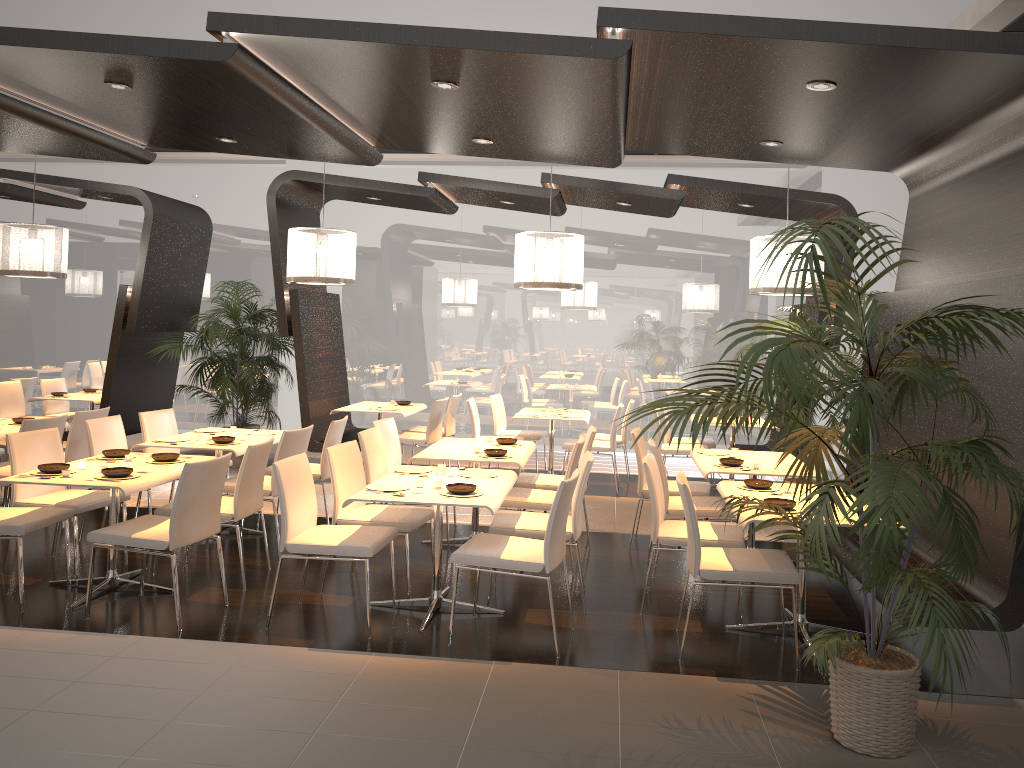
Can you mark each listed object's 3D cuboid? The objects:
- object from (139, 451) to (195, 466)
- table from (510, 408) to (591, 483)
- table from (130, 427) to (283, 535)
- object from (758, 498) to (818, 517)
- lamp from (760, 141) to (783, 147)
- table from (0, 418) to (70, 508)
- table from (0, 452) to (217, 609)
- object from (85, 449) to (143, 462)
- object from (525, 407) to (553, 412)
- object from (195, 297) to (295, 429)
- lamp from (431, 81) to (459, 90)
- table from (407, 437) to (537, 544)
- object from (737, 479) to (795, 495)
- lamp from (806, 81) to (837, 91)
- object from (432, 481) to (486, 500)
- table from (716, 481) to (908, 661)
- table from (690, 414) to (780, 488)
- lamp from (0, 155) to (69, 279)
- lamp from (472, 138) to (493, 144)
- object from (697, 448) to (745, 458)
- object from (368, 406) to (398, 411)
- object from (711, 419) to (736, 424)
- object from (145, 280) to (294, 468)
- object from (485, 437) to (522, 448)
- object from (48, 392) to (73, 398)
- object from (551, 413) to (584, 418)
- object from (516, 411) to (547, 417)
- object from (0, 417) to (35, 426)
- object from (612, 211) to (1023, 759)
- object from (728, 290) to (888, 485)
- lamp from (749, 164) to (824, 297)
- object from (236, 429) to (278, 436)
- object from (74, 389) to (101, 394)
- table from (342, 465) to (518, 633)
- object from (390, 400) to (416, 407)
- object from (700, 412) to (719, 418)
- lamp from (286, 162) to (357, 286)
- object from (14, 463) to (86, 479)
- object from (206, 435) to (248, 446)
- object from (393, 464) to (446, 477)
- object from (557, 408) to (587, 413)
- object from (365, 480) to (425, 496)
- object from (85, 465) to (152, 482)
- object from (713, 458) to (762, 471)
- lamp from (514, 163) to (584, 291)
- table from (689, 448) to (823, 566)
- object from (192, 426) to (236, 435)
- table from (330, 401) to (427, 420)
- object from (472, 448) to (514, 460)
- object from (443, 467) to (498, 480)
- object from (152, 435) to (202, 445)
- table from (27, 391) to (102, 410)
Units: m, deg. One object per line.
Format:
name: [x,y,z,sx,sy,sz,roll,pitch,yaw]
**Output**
object: [-2.209,0.464,5.599,0.303,0.044,0.365,2,4,5]
table: [0.424,0.680,9.501,0.800,0.726,1.148,2,2,6]
table: [-2.257,0.772,6.787,0.800,0.726,1.148,2,2,6]
object: [1.420,0.633,4.569,0.303,0.044,0.365,2,4,5]
lamp: [1.877,-1.749,6.383,0.161,0.050,0.161,2,3,12]
table: [-4.253,0.700,7.031,0.800,0.726,1.148,2,2,6]
table: [-2.388,0.862,5.300,0.800,0.726,1.148,2,2,6]
object: [-2.510,0.453,5.638,0.303,0.044,0.365,2,4,5]
object: [0.301,0.277,9.793,0.335,0.038,0.377,2,4,0]
object: [-3.161,-0.179,10.884,1.503,2.062,1.563,1,1,-32]
lamp: [-0.389,-1.744,5.121,0.161,0.050,0.161,2,3,12]
table: [-0.142,0.848,6.551,1.053,0.726,1.148,2,2,6]
object: [1.476,0.596,5.173,0.303,0.044,0.365,2,4,5]
lamp: [1.707,-1.660,4.883,0.161,0.050,0.161,2,3,12]
object: [-0.301,0.568,4.803,0.303,0.044,0.365,2,4,5]
table: [1.584,1.005,4.839,0.800,0.726,1.148,2,2,6]
table: [2.312,0.748,9.281,0.800,0.726,1.148,2,2,6]
lamp: [-4.647,-2.004,8.609,0.626,1.932,0.627,2,-1,-22]
lamp: [-0.220,-1.833,6.621,0.161,0.050,0.161,2,3,12]
object: [1.570,0.510,6.641,0.335,0.038,0.377,2,4,0]
object: [-1.375,0.250,9.442,0.334,0.038,0.377,1,4,-5]
object: [2.121,0.379,8.992,0.335,0.038,0.377,2,4,0]
object: [-3.063,-0.107,9.783,1.561,2.062,1.505,2,1,0]
object: [-0.068,0.446,6.872,0.303,0.044,0.365,2,4,5]
object: [-5.004,0.121,9.797,0.303,0.044,0.365,2,4,5]
object: [0.573,0.320,9.222,0.334,0.038,0.377,1,4,-5]
object: [0.204,0.311,9.192,0.335,0.038,0.377,2,4,0]
object: [-4.058,0.303,7.325,0.303,0.044,0.365,2,4,5]
object: [1.401,0.412,3.534,1.503,2.062,1.563,1,1,-38]
object: [2.696,0.181,7.819,1.505,2.062,1.560,2,1,20]
lamp: [2.440,-1.750,7.806,0.627,1.932,0.626,1,-1,38]
object: [-2.048,0.377,7.114,0.334,0.038,0.377,1,4,-5]
object: [-4.942,0.085,10.401,0.303,0.044,0.365,2,4,0]
table: [-0.427,0.932,5.077,0.800,0.726,1.148,2,2,6]
object: [-1.251,0.216,10.005,0.303,0.044,0.365,2,4,5]
object: [2.196,0.340,9.605,0.303,0.044,0.365,2,4,5]
lamp: [-1.759,-1.901,8.282,0.627,1.932,0.626,1,-1,34]
object: [-2.592,0.489,5.023,0.303,0.044,0.365,2,4,5]
object: [-2.136,0.410,6.498,0.303,0.044,0.365,2,4,5]
object: [-0.568,0.524,5.436,0.335,0.038,0.377,2,4,0]
object: [0.657,0.284,9.832,0.334,0.038,0.377,1,4,-5]
object: [-0.636,0.560,4.826,0.335,0.038,0.377,2,4,0]
object: [-2.249,0.500,5.006,0.303,0.044,0.365,2,4,5]
object: [1.533,0.544,6.039,0.303,0.044,0.365,2,4,5]
lamp: [0.357,-1.825,8.042,0.627,1.932,0.626,1,-1,34]
table: [1.716,0.915,6.325,0.800,0.726,1.148,2,2,6]
object: [-2.394,0.368,7.101,0.335,0.038,0.377,2,4,0]
table: [-1.452,0.612,9.725,0.800,0.726,1.148,2,2,6]
object: [-0.141,0.484,6.227,0.303,0.044,0.365,2,4,5]
object: [-0.255,0.534,5.418,0.334,0.038,0.377,1,4,-5]
object: [-2.463,0.404,6.491,0.335,0.038,0.377,2,4,0]
table: [-4.802,0.493,10.086,0.800,0.726,1.148,2,2,6]
